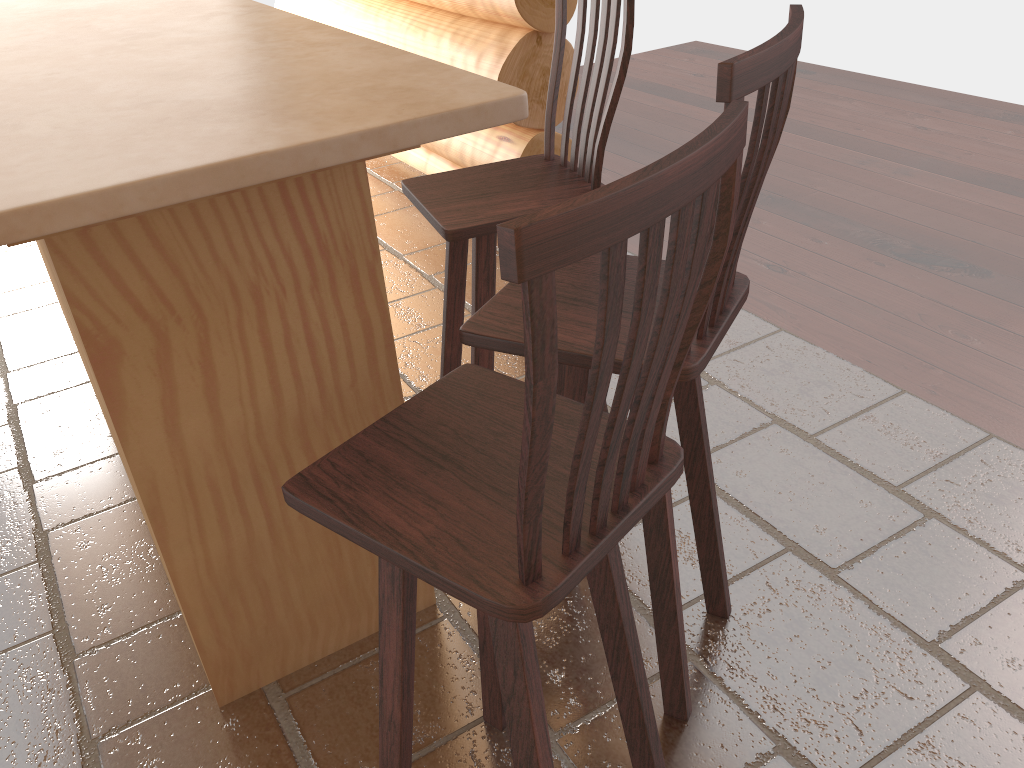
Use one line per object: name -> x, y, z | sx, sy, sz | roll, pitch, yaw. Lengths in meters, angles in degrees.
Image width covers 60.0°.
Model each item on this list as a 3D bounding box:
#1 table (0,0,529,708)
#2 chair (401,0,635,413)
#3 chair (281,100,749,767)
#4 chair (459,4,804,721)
table -> -1.271, -0.381, 2.586 | 1.196, 1.257, 3.220 | -21, 35, -24
chair -> 0.021, -0.318, 2.255 | 0.504, 1.319, 0.406 | -15, 33, -16
chair -> 0.003, 0.283, 1.294 | 0.504, 1.319, 0.406 | 20, 40, 34
chair -> 0.217, 0.019, 1.690 | 0.504, 1.319, 0.406 | 12, 36, 25
